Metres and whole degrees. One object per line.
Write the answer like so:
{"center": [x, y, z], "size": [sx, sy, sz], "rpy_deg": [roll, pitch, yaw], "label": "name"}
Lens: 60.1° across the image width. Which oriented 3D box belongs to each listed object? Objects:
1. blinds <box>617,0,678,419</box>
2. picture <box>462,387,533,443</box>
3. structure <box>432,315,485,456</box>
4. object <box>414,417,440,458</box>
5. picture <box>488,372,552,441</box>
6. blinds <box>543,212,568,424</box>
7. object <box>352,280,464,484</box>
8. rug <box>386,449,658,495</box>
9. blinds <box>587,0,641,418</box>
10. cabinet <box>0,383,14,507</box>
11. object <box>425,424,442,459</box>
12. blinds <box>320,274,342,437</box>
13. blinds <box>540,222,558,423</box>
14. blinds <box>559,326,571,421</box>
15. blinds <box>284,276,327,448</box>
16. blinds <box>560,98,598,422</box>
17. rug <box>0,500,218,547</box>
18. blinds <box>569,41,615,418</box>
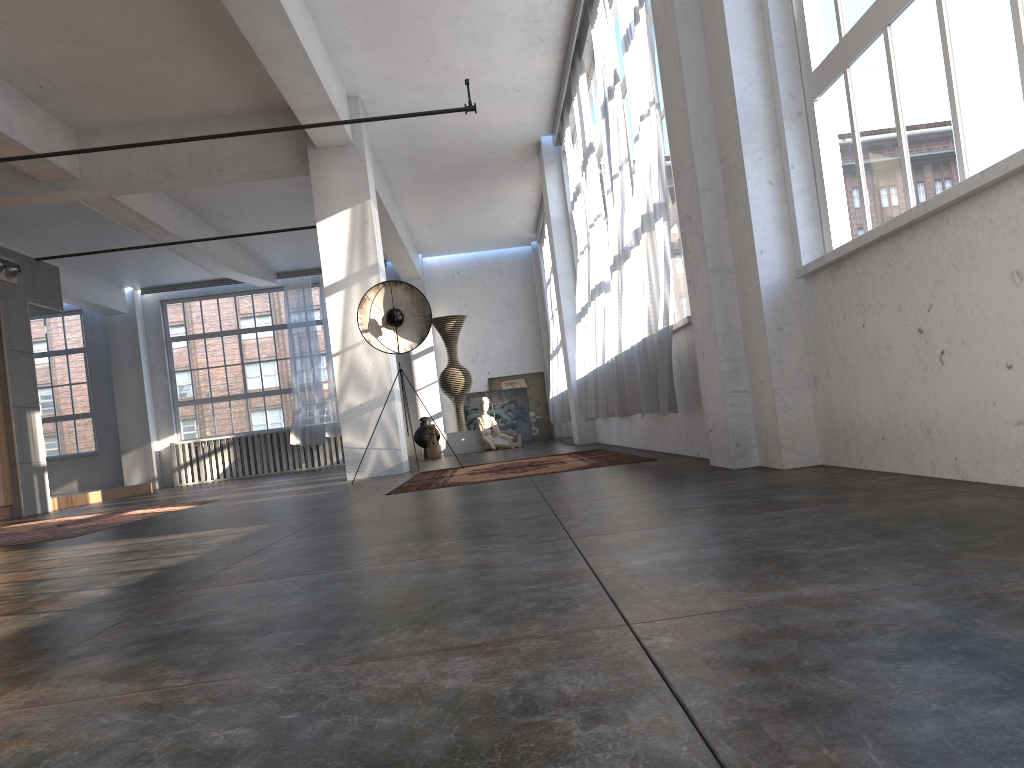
{"center": [0.814, -1.655, 5.803], "size": [0.343, 3.748, 1.026], "rpy_deg": [-7, -1, -4], "label": "blinds"}
{"center": [-0.347, 0.682, 17.906], "size": [1.436, 1.141, 0.304], "rpy_deg": [-7, -1, -5], "label": "picture"}
{"center": [-0.938, 0.030, 15.038], "size": [0.678, 2.325, 0.749], "rpy_deg": [-7, -1, -2], "label": "structure"}
{"center": [-1.438, 0.903, 14.990], "size": [0.451, 0.693, 0.434], "rpy_deg": [-6, -2, -38], "label": "object"}
{"center": [0.165, 0.495, 18.042], "size": [1.150, 1.385, 0.253], "rpy_deg": [-7, -1, -3], "label": "picture"}
{"center": [0.703, -1.185, 14.960], "size": [0.315, 3.711, 1.023], "rpy_deg": [-7, -1, -3], "label": "blinds"}
{"center": [-1.082, -0.056, 8.767], "size": [1.058, 1.918, 1.178], "rpy_deg": [-7, -2, -2], "label": "object"}
{"center": [0.032, 0.690, 7.342], "size": [1.819, 0.009, 3.125], "rpy_deg": [-7, -3, -2], "label": "rug"}
{"center": [0.786, -1.580, 7.169], "size": [0.340, 3.695, 1.032], "rpy_deg": [-7, -1, -5], "label": "blinds"}
{"center": [-10.185, 0.628, 9.437], "size": [8.124, 2.561, 2.375], "rpy_deg": [-7, -2, -3], "label": "cabinet"}
{"center": [-1.257, 0.942, 14.131], "size": [0.236, 0.600, 0.223], "rpy_deg": [-8, -2, 25], "label": "object"}
{"center": [-3.233, -0.661, 17.359], "size": [1.059, 3.499, 0.998], "rpy_deg": [-7, -1, -2], "label": "blinds"}
{"center": [0.670, -1.133, 16.148], "size": [0.340, 3.695, 1.032], "rpy_deg": [-7, -1, -5], "label": "blinds"}
{"center": [0.717, -1.250, 13.622], "size": [0.362, 3.672, 1.030], "rpy_deg": [-7, -1, -2], "label": "blinds"}
{"center": [-4.128, -0.508, 17.441], "size": [0.694, 3.557, 0.875], "rpy_deg": [-7, -1, -3], "label": "blinds"}
{"center": [0.770, -1.415, 10.365], "size": [0.315, 3.711, 1.023], "rpy_deg": [-7, -1, -3], "label": "blinds"}
{"center": [-3.636, 1.117, 6.806], "size": [1.858, 0.029, 2.881], "rpy_deg": [-7, -3, -2], "label": "rug"}
{"center": [0.766, -1.485, 8.865], "size": [0.362, 3.672, 1.030], "rpy_deg": [-7, -1, -2], "label": "blinds"}
